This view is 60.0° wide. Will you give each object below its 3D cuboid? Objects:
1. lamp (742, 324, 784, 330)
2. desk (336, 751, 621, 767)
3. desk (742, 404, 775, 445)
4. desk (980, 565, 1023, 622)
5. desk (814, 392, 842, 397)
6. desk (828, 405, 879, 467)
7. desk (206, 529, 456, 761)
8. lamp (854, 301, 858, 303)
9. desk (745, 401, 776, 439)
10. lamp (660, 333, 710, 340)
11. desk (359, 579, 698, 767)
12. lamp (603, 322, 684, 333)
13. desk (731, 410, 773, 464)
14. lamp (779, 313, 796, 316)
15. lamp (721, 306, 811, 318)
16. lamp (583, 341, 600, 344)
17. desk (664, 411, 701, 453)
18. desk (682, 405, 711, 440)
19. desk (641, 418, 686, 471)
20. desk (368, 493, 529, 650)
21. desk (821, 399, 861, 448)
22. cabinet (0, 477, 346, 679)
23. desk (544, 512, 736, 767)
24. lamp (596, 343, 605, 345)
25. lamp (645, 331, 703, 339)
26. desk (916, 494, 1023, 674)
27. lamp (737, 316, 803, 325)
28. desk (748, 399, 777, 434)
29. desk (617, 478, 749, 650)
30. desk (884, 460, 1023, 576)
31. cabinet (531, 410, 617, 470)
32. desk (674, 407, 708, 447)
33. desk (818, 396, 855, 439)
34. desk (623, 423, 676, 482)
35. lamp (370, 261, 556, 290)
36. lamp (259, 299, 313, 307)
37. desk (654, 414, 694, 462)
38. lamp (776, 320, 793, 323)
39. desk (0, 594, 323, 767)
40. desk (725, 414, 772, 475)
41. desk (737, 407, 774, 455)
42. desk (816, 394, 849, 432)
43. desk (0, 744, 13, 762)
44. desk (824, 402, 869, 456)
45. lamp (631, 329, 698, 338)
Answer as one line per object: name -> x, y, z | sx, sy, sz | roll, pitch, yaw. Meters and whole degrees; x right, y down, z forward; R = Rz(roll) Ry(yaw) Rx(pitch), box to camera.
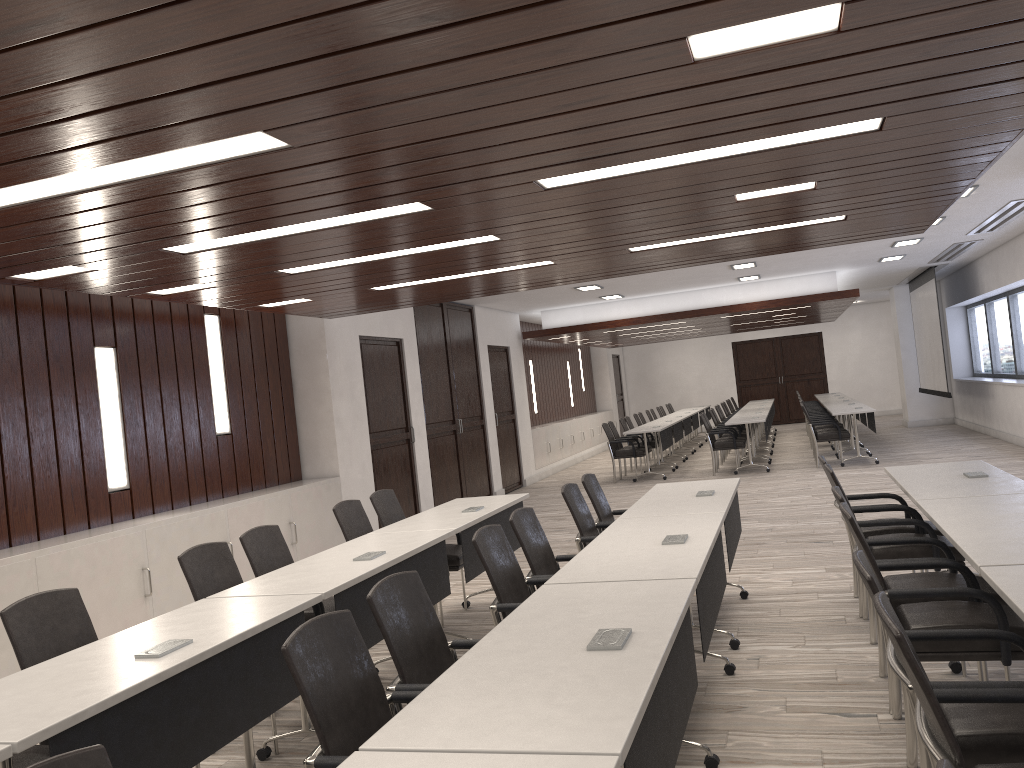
lamp -> 5.835, -1.333, 19.996 | 1.496, 0.045, 0.236 | -6, -1, 17
desk -> -0.246, 1.153, 1.092 | 0.577, 0.795, 1.509 | -6, -1, 17
desk -> 5.016, 0.837, 17.999 | 0.577, 0.795, 1.509 | -6, -1, 17
desk -> 1.627, 0.967, 2.101 | 0.577, 0.795, 1.509 | -6, -1, 17
desk -> 7.342, 0.623, 20.464 | 0.577, 0.795, 1.509 | -6, -1, 17
desk -> 5.082, 0.759, 13.201 | 0.577, 0.795, 1.509 | -6, -1, 17
desk -> -0.782, 1.260, 4.454 | 0.577, 0.795, 1.509 | -6, -1, 17
lamp -> 8.318, -2.053, 21.850 | 0.324, 0.120, 0.519 | -6, -1, 17
desk -> 5.469, 0.809, 19.455 | 0.577, 0.795, 1.509 | -6, -1, 17
lamp -> 3.880, -1.114, 20.608 | 1.496, 0.045, 0.236 | -6, -1, 17
desk -> 0.206, 1.126, 2.546 | 0.577, 0.795, 1.509 | -6, -1, 17
lamp -> 2.311, -1.020, 15.568 | 1.496, 0.045, 0.236 | -6, -1, 17
desk -> 4.114, 0.891, 15.100 | 0.577, 0.795, 1.509 | -6, -1, 17
lamp -> 5.011, -1.299, 16.335 | 0.421, 0.046, 0.236 | -6, -1, 17
lamp -> 4.266, -1.239, 14.955 | 1.496, 0.045, 0.236 | -6, -1, 17
lamp -> 1.694, -0.906, 18.758 | 0.464, 0.045, 0.236 | -6, -1, 17
desk -> 3.574, 0.998, 18.450 | 0.577, 0.795, 1.509 | -6, -1, 17
desk -> 4.480, 0.944, 21.361 | 0.577, 0.795, 1.509 | -6, -1, 17
desk -> 2.672, 1.053, 15.552 | 0.577, 0.795, 1.509 | -6, -1, 17
desk -> -0.330, 1.233, 5.908 | 0.577, 0.795, 1.509 | -6, -1, 17
desk -> 5.984, 0.705, 16.100 | 0.577, 0.795, 1.509 | -6, -1, 17
cabinet -> -2.962, 1.355, 5.281 | 0.476, 0.698, 7.540 | -6, -1, 17
desk -> 0.659, 1.099, 4.003 | 0.577, 0.795, 1.509 | -6, -1, 17
lamp -> 2.021, -0.926, 19.808 | 0.464, 0.045, 0.236 | -6, -1, 17
lamp -> 3.488, -1.090, 19.348 | 1.496, 0.045, 0.236 | -6, -1, 17
desk -> 2.080, 0.939, 3.557 | 0.577, 0.795, 1.509 | -6, -1, 17
lamp -> 5.116, -1.290, 17.685 | 1.496, 0.045, 0.236 | -6, -1, 17
desk -> 5.922, 0.782, 20.909 | 0.577, 0.795, 1.509 | -6, -1, 17
desk -> 1.112, 1.071, 5.456 | 0.577, 0.795, 1.509 | -6, -1, 17
desk -> 2.532, 0.912, 5.011 | 0.577, 0.795, 1.509 | -6, -1, 17
cabinet -> 1.327, 1.097, 19.061 | 0.476, 0.698, 7.540 | -6, -1, 17
desk -> 4.028, 0.971, 19.907 | 0.577, 0.795, 1.509 | -6, -1, 17
desk -> 6.436, 0.677, 17.554 | 0.577, 0.795, 1.509 | -6, -1, 17
desk -> 2.220, 1.080, 14.098 | 0.577, 0.795, 1.509 | -6, -1, 17
lamp -> -0.404, -0.857, 6.845 | 1.496, 0.045, 0.236 | -6, -1, 17
lamp -> -1.871, -0.692, 7.305 | 0.464, 0.045, 0.236 | -6, -1, 17
desk -> 3.122, 1.026, 16.997 | 0.577, 0.795, 1.509 | -6, -1, 17
lamp -> 5.730, -1.342, 18.645 | 0.421, 0.046, 0.236 | -6, -1, 17
desk -> -1.235, 1.287, 2.998 | 0.577, 0.795, 1.509 | -6, -1, 17
desk -> 3.661, 0.918, 13.646 | 0.577, 0.795, 1.509 | -6, -1, 17
desk -> 4.563, 0.864, 16.545 | 0.577, 0.795, 1.509 | -6, -1, 17
desk -> 6.890, 0.650, 19.010 | 0.577, 0.795, 1.509 | -6, -1, 17
desk -> -1.688, 1.315, 1.544 | 0.577, 0.795, 1.509 | -6, -1, 17
desk -> 5.534, 0.732, 14.655 | 0.577, 0.795, 1.509 | -6, -1, 17
lamp -> 3.161, -1.071, 18.298 | 1.496, 0.045, 0.236 | -6, -1, 17
